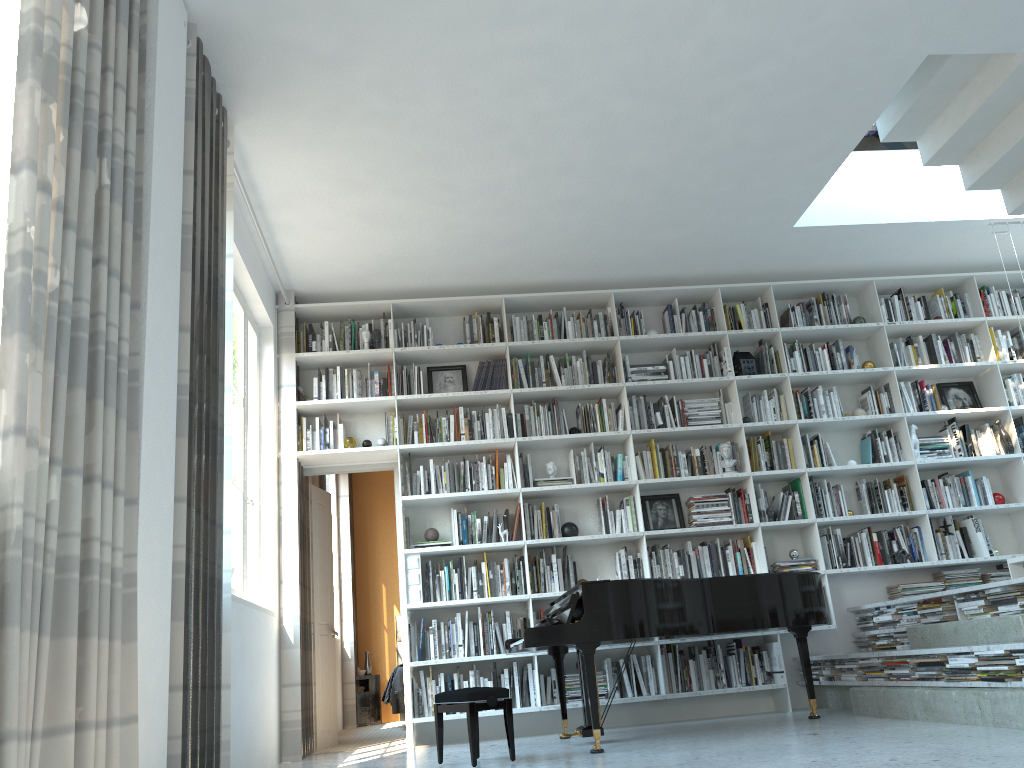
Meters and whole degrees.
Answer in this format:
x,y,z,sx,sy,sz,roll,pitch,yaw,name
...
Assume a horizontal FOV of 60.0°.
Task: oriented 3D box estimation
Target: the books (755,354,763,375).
x,y,z,sx,sy,sz,roll,pitch,yaw,name
1.918,-0.107,6.899,0.019,0.213,0.156,-3,-18,-6,books

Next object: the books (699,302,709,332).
x,y,z,sx,sy,sz,roll,pitch,yaw,name
1.516,-0.478,6.984,0.012,0.307,0.138,-3,-18,-6,books

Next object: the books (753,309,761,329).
x,y,z,sx,sy,sz,roll,pitch,yaw,name
1.909,-0.462,6.988,0.031,0.212,0.170,-3,-18,-6,books

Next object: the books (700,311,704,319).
x,y,z,sx,sy,sz,roll,pitch,yaw,name
1.485,-0.437,6.981,0.026,0.233,0.137,-3,-18,-6,books

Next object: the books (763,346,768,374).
x,y,z,sx,sy,sz,roll,pitch,yaw,name
1.940,-0.142,6.892,0.022,0.271,0.182,-3,-18,-6,books

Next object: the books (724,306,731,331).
x,y,z,sx,sy,sz,roll,pitch,yaw,name
1.674,-0.464,6.961,0.007,0.238,0.192,-3,-18,-6,books

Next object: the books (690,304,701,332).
x,y,z,sx,sy,sz,roll,pitch,yaw,name
1.433,-0.463,6.946,0.010,0.269,0.180,-3,-18,-6,books

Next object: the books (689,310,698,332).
x,y,z,sx,sy,sz,roll,pitch,yaw,name
1.417,-0.441,6.953,0.023,0.235,0.154,-3,-18,-6,books

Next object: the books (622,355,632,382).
x,y,z,sx,sy,sz,roll,pitch,yaw,name
0.873,-0.071,6.771,0.021,0.248,0.192,-3,-18,-6,books

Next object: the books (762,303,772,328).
x,y,z,sx,sy,sz,roll,pitch,yaw,name
1.996,-0.487,7.001,0.029,0.252,0.187,-3,-18,-6,books

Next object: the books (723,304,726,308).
x,y,z,sx,sy,sz,roll,pitch,yaw,name
1.683,-0.475,6.993,0.007,0.278,0.150,-3,-18,-6,books

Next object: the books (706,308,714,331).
x,y,z,sx,sy,sz,roll,pitch,yaw,name
1.539,-0.451,6.969,0.028,0.243,0.161,-3,-18,-6,books

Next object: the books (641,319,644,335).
x,y,z,sx,sy,sz,roll,pitch,yaw,name
1.005,-0.391,6.910,0.010,0.186,0.153,-3,-18,-6,books

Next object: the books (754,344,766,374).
x,y,z,sx,sy,sz,roll,pitch,yaw,name
1.925,-0.146,6.877,0.021,0.271,0.191,-3,-18,-6,books

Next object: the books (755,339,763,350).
x,y,z,sx,sy,sz,roll,pitch,yaw,name
1.944,-0.170,6.917,0.025,0.338,0.143,-3,-18,-6,books

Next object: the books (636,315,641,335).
x,y,z,sx,sy,sz,roll,pitch,yaw,name
0.974,-0.407,6.905,0.016,0.218,0.144,-3,-18,-6,books

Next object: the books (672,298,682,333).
x,y,z,sx,sy,sz,roll,pitch,yaw,name
1.287,-0.482,6.946,0.010,0.330,0.187,-3,-18,-6,books

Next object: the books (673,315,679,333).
x,y,z,sx,sy,sz,roll,pitch,yaw,name
1.271,-0.415,6.947,0.031,0.208,0.147,-3,-18,-6,books

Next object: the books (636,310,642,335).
x,y,z,sx,sy,sz,roll,pitch,yaw,name
0.983,-0.426,6.910,0.005,0.254,0.168,-3,-18,-6,books

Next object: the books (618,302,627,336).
x,y,z,sx,sy,sz,roll,pitch,yaw,name
0.866,-0.456,6.924,0.014,0.339,0.145,-3,-18,-6,books

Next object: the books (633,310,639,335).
x,y,z,sx,sy,sz,roll,pitch,yaw,name
0.958,-0.427,6.914,0.013,0.263,0.147,-3,-18,-6,books

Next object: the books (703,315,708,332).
x,y,z,sx,sy,sz,roll,pitch,yaw,name
1.507,-0.426,6.973,0.014,0.203,0.135,-3,-18,-6,books

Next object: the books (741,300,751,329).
x,y,z,sx,sy,sz,roll,pitch,yaw,name
1.838,-0.496,7.000,0.010,0.296,0.168,-3,-18,-6,books

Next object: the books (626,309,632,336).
x,y,z,sx,sy,sz,roll,pitch,yaw,name
0.904,-0.428,6.897,0.011,0.264,0.164,-3,-18,-6,books

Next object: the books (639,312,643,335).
x,y,z,sx,sy,sz,roll,pitch,yaw,name
0.991,-0.417,6.928,0.013,0.248,0.148,-3,-18,-6,books

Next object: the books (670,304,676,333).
x,y,z,sx,sy,sz,roll,pitch,yaw,name
1.247,-0.459,6.946,0.011,0.295,0.158,-3,-18,-6,books

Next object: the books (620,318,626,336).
x,y,z,sx,sy,sz,roll,pitch,yaw,name
0.853,-0.389,6.887,0.026,0.194,0.167,-3,-18,-6,books

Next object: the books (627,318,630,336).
x,y,z,sx,sy,sz,roll,pitch,yaw,name
0.894,-0.391,6.912,0.011,0.204,0.146,-3,-18,-6,books

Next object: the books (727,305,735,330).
x,y,z,sx,sy,sz,roll,pitch,yaw,name
1.705,-0.470,6.983,0.034,0.260,0.158,-3,-18,-6,books

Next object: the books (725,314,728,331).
x,y,z,sx,sy,sz,roll,pitch,yaw,name
1.663,-0.433,6.977,0.015,0.192,0.160,-3,-18,-6,books

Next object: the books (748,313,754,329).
x,y,z,sx,sy,sz,roll,pitch,yaw,name
1.860,-0.443,6.981,0.022,0.179,0.173,-3,-18,-6,books

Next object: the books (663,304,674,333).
x,y,z,sx,sy,sz,roll,pitch,yaw,name
1.225,-0.459,6.936,0.014,0.291,0.176,-3,-18,-6,books

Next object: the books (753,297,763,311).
x,y,z,sx,sy,sz,roll,pitch,yaw,name
1.970,-0.512,7.041,0.012,0.328,0.129,-3,-18,-6,books

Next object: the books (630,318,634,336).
x,y,z,sx,sy,sz,roll,pitch,yaw,name
0.923,-0.392,6.900,0.023,0.195,0.173,-3,-18,-6,books

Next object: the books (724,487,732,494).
x,y,z,sx,sy,sz,roll,pitch,yaw,name
1.618,0.924,6.556,0.011,0.298,0.130,-3,-18,-6,books

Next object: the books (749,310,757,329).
x,y,z,sx,sy,sz,roll,pitch,yaw,name
1.882,-0.454,6.988,0.024,0.201,0.181,-3,-18,-6,books

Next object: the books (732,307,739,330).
x,y,z,sx,sy,sz,roll,pitch,yaw,name
1.739,-0.462,6.973,0.015,0.233,0.171,-3,-18,-6,books

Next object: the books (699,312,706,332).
x,y,z,sx,sy,sz,roll,pitch,yaw,name
1.465,-0.434,6.932,0.023,0.201,0.194,-3,-18,-6,books

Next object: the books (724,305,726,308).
x,y,z,sx,sy,sz,roll,pitch,yaw,name
1.679,-0.469,6.979,0.006,0.259,0.166,-3,-18,-6,books

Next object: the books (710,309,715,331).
x,y,z,sx,sy,sz,roll,pitch,yaw,name
1.559,-0.449,6.981,0.014,0.243,0.145,-3,-18,-6,books

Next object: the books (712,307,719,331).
x,y,z,sx,sy,sz,roll,pitch,yaw,name
1.590,-0.458,6.984,0.022,0.256,0.137,-3,-18,-6,books

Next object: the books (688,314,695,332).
x,y,z,sx,sy,sz,roll,pitch,yaw,name
1.391,-0.425,6.940,0.033,0.202,0.167,-3,-18,-6,books

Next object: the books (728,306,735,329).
x,y,z,sx,sy,sz,roll,pitch,yaw,name
1.725,-0.470,6.993,0.008,0.261,0.142,-3,-18,-6,books

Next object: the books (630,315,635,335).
x,y,z,sx,sy,sz,roll,pitch,yaw,name
0.935,-0.404,6.926,0.006,0.232,0.136,-3,-18,-6,books

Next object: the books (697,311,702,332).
x,y,z,sx,sy,sz,roll,pitch,yaw,name
1.446,-0.435,6.949,0.012,0.216,0.180,-3,-18,-6,books

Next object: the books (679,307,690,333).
x,y,z,sx,sy,sz,roll,pitch,yaw,name
1.356,-0.449,6.966,0.028,0.269,0.140,-3,-18,-6,books

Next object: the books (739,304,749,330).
x,y,z,sx,sy,sz,roll,pitch,yaw,name
1.818,-0.479,7.011,0.030,0.273,0.152,-3,-18,-6,books

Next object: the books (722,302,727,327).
x,y,z,sx,sy,sz,roll,pitch,yaw,name
1.648,-0.484,6.985,0.007,0.297,0.181,-3,-18,-6,books

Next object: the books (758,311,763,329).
x,y,z,sx,sy,sz,roll,pitch,yaw,name
1.936,-0.453,7.009,0.025,0.203,0.163,-3,-18,-6,books

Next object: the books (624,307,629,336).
x,y,z,sx,sy,sz,roll,pitch,yaw,name
0.880,-0.437,6.913,0.010,0.295,0.153,-3,-18,-6,books

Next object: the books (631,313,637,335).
x,y,z,sx,sy,sz,roll,pitch,yaw,name
0.945,-0.416,6.917,0.014,0.247,0.140,-3,-18,-6,books

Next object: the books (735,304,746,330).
x,y,z,sx,sy,sz,roll,pitch,yaw,name
1.779,-0.474,6.984,0.054,0.254,0.191,-3,-18,-6,books

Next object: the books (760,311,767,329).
x,y,z,sx,sy,sz,roll,pitch,yaw,name
1.960,-0.452,7.003,0.022,0.193,0.182,-3,-18,-6,books

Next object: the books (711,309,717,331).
x,y,z,sx,sy,sz,roll,pitch,yaw,name
1.574,-0.450,6.973,0.014,0.238,0.153,-3,-18,-6,books

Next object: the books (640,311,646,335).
x,y,z,sx,sy,sz,roll,pitch,yaw,name
1.013,-0.427,6.915,0.011,0.255,0.144,-3,-18,-6,books

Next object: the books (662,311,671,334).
x,y,z,sx,sy,sz,roll,pitch,yaw,name
1.213,-0.430,6.944,0.012,0.244,0.151,-3,-18,-6,books

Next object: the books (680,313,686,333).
x,y,z,sx,sy,sz,roll,pitch,yaw,name
1.322,-0.425,6.936,0.050,0.210,0.173,-3,-18,-6,books

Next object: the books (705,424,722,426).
x,y,z,sx,sy,sz,roll,pitch,yaw,name
1.441,0.341,6.708,0.254,0.012,0.161,-4,-18,-3,books
